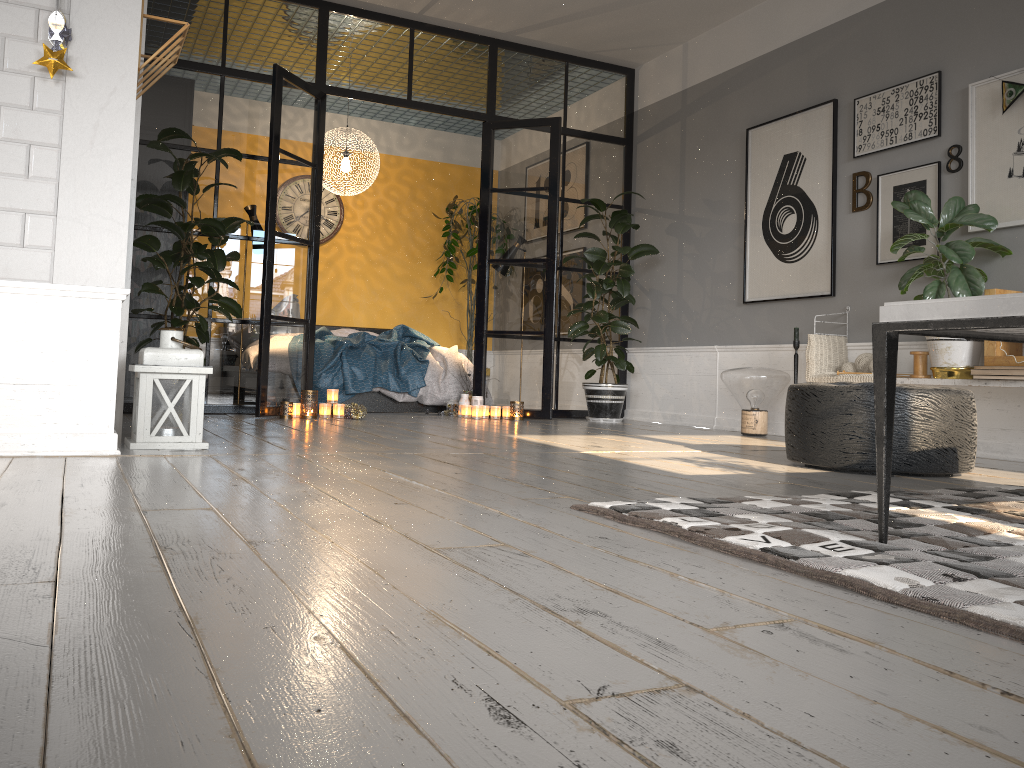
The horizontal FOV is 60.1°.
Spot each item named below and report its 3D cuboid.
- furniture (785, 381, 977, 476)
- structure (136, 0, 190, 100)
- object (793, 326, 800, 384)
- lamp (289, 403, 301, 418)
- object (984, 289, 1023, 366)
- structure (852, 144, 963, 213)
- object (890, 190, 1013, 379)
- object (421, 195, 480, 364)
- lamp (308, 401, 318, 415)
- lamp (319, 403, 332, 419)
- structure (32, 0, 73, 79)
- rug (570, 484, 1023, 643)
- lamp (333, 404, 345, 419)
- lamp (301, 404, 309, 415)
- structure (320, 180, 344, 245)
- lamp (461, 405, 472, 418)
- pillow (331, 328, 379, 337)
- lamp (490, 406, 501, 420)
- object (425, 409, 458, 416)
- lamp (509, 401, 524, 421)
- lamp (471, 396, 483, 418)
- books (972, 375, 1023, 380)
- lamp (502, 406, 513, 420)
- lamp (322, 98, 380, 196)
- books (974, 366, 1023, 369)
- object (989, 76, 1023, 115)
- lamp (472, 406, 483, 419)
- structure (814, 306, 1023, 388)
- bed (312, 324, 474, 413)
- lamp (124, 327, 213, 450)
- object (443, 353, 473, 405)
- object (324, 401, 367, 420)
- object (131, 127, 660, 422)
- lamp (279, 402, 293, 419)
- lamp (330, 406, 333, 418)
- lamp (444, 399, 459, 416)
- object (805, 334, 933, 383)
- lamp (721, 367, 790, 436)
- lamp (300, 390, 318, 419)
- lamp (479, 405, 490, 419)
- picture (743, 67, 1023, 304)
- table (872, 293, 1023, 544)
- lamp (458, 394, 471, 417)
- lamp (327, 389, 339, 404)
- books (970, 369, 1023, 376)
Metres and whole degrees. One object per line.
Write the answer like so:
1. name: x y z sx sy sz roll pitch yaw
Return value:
1. furniture: 1.517 0.172 3.674 0.734 0.358 0.735 2 0 -39
2. structure: -1.409 -1.545 3.551 0.185 0.778 0.494 4 -3 -26
3. object: 1.830 -0.010 5.462 0.091 0.703 0.279 4 -4 -34
4. lamp: -1.440 0.177 5.858 0.081 0.099 0.080 2 -2 14
5. object: 2.469 -0.228 4.054 0.238 0.441 0.545 3 -1 -26
6. structure: 2.236 -1.161 5.037 0.024 0.263 0.739 4 -1 -26
7. object: 2.212 -0.507 4.468 0.544 0.967 0.510 4 -3 -41
8. object: -0.391 -0.881 9.287 1.341 2.212 1.248 4 -3 -40
9. lamp: -1.392 0.172 6.159 0.080 0.107 0.080 3 -2 -27
10. lamp: -1.260 0.182 5.966 0.081 0.099 0.080 2 -2 14
11. structure: -1.588 -1.276 3.084 0.133 0.449 0.078 4 -4 -38
12. rug: 1.670 0.359 2.026 2.523 0.034 1.769 2 1 -26
13. lamp: -1.175 0.185 6.000 0.081 0.099 0.080 2 -2 14
14. lamp: -1.403 0.177 5.942 0.081 0.099 0.080 2 -2 14
15. structure: -2.055 -1.757 8.961 0.726 0.727 0.070 3 -3 -26
16. lamp: -0.343 0.207 6.650 0.081 0.099 0.080 1 -2 28
17. pillow: -1.513 -0.415 8.359 0.485 0.228 0.591 2 0 23
18. lamp: -0.122 0.215 6.608 0.081 0.099 0.080 2 -2 14
19. object: -0.555 0.226 6.937 0.326 0.054 0.087 2 0 28
20. lamp: 0.035 0.200 6.555 0.107 0.141 0.107 1 -2 27
21. lamp: -0.263 0.176 6.715 0.092 0.167 0.089 1 -3 30
22. books: 2.414 -0.025 4.137 0.296 0.021 0.368 2 1 -32
23. lamp: -0.034 0.218 6.627 0.081 0.099 0.080 2 -2 14
24. lamp: -1.497 -2.253 8.029 0.616 1.100 0.614 1 -2 14
25. books: 2.414 -0.072 4.156 0.228 0.017 0.379 2 1 -29
26. object: 2.655 -1.455 4.170 0.057 0.340 0.913 4 -1 -27
27. lamp: -0.260 0.211 6.545 0.081 0.099 0.080 2 -2 14
28. structure: 2.502 -0.198 4.049 0.307 0.487 2.774 3 0 -26
29. bed: -1.448 -0.183 7.900 1.895 0.772 2.321 2 0 -26
30. lamp: -1.379 0.010 3.559 0.286 0.479 0.286 3 -3 -27
31. object: -0.309 -0.004 7.064 0.437 0.524 0.277 2 -3 14
32. object: -1.198 0.181 6.212 0.192 0.118 0.717 2 0 -37
33. object: -0.611 -0.645 6.159 3.890 1.801 1.010 2 -2 -27
34. lamp: -1.472 0.173 5.773 0.084 0.111 0.084 0 -2 39
35. lamp: -1.250 0.191 6.083 0.069 0.080 0.069 3 -2 -19
36. lamp: -0.471 0.187 6.984 0.096 0.131 0.108 1 -2 34
37. object: 2.027 -0.130 4.938 0.328 0.307 0.784 3 0 -26
38. lamp: 1.557 0.111 5.675 0.432 0.439 0.431 2 -1 -4
39. lamp: -1.343 0.136 5.855 0.114 0.187 0.114 3 -3 -28
40. lamp: -0.209 0.212 6.619 0.081 0.099 0.080 2 -2 14
41. picture: -0.052 -1.347 5.124 4.033 1.800 7.288 2 0 -26
42. table: 1.546 0.116 1.800 1.454 0.512 0.731 2 -1 -26
43. lamp: -0.364 0.167 6.776 0.092 0.180 0.092 2 -3 -6
44. lamp: -1.214 0.085 5.987 0.081 0.099 0.080 2 -2 14
45. books: 2.405 -0.050 4.147 0.259 0.029 0.384 2 1 -26
